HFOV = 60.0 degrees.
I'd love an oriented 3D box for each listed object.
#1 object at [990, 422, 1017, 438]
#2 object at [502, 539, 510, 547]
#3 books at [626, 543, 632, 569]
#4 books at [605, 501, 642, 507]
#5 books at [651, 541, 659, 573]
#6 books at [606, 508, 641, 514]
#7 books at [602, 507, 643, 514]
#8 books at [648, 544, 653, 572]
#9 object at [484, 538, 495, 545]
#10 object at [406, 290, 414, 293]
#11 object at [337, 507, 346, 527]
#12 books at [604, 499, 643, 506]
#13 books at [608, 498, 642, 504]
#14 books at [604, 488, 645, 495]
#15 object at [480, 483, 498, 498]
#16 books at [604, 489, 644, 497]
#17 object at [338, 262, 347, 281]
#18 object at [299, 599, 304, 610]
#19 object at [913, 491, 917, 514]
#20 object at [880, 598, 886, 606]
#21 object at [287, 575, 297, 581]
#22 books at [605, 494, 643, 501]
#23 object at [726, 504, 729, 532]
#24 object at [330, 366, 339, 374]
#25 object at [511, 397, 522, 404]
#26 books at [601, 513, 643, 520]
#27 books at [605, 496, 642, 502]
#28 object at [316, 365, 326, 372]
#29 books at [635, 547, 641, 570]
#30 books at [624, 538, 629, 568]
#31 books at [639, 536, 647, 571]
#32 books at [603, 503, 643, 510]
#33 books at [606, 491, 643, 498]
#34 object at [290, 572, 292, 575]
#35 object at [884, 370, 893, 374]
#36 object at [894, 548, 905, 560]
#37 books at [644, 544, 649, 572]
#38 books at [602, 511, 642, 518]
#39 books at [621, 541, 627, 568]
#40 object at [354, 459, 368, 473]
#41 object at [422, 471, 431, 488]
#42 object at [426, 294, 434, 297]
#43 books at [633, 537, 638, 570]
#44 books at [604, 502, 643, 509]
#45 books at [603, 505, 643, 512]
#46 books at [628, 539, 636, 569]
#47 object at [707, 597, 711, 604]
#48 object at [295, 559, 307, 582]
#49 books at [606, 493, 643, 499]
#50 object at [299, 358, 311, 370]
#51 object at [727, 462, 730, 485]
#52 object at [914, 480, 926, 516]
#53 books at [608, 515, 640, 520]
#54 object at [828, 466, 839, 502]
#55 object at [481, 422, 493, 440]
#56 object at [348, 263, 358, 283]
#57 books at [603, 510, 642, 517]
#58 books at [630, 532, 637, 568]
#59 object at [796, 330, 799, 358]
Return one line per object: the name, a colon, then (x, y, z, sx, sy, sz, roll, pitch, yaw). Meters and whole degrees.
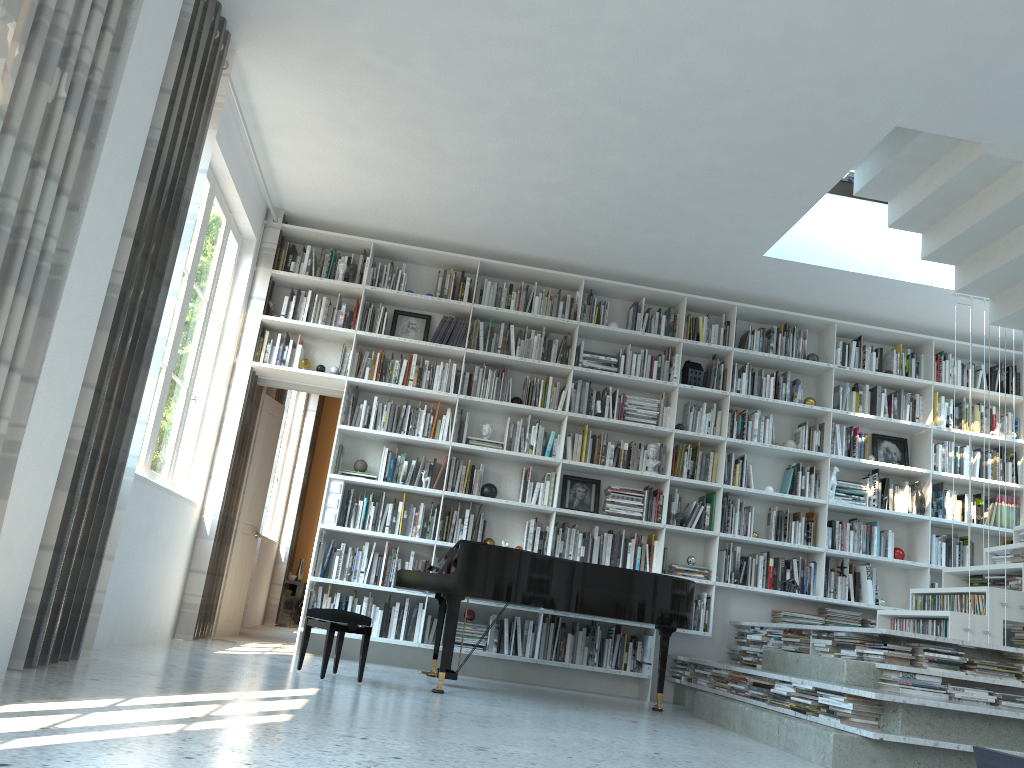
object: (4.000, 0.387, 7.233, 0.203, 0.136, 0.095, 5, -15, 11)
object: (-0.047, 1.205, 6.605, 0.060, 0.094, 0.078, 5, -15, 12)
books: (0.872, 1.317, 6.757, 0.023, 0.204, 0.167, 9, -14, -5)
books: (0.859, 0.935, 6.853, 0.254, 0.012, 0.161, 11, -15, -10)
books: (1.076, 1.327, 6.771, 0.033, 0.245, 0.176, 9, -14, -5)
books: (0.850, 0.991, 6.838, 0.254, 0.012, 0.161, 11, -15, -10)
books: (0.851, 0.983, 6.852, 0.285, 0.012, 0.160, 9, -15, -5)
books: (1.041, 1.337, 6.770, 0.011, 0.216, 0.166, 9, -14, -5)
object: (-0.173, 1.202, 6.659, 0.091, 0.091, 0.091, 15, -16, -26)
object: (-0.811, -0.700, 7.008, 0.083, 0.083, 0.082, 15, -16, -26)
object: (-1.240, 0.971, 6.449, 0.045, 0.146, 0.045, -1, -17, 33)
books: (0.861, 0.923, 6.855, 0.285, 0.012, 0.160, 8, -15, 0)
books: (0.862, 0.913, 6.863, 0.254, 0.012, 0.161, 8, -15, -2)
books: (0.872, 0.841, 6.876, 0.285, 0.012, 0.160, 11, -15, -10)
object: (-0.175, 0.820, 6.738, 0.133, 0.135, 0.134, -6, -20, 42)
books: (0.869, 0.854, 6.880, 0.285, 0.012, 0.160, 9, -15, -3)
object: (-1.321, -0.855, 6.868, 0.067, 0.197, 0.068, -3, -18, 36)
object: (-1.495, 2.315, 9.671, 1.481, 0.539, 1.454, 9, -15, -5)
object: (3.200, 0.973, 7.126, 0.022, 0.211, 0.179, 9, -14, -5)
object: (2.878, 1.708, 6.914, 0.071, 0.072, 0.072, -6, -20, 42)
object: (-2.594, 2.279, 10.423, 0.118, 0.061, 0.118, 7, -15, 3)
books: (0.865, 0.889, 6.867, 0.254, 0.012, 0.161, 10, -15, -9)
object: (1.661, 1.063, 6.943, 0.007, 0.265, 0.135, 9, -14, -5)
object: (-1.360, -0.101, 6.796, 0.071, 0.072, 0.071, 15, -16, -26)
object: (0.033, 0.147, 6.904, 0.097, 0.098, 0.097, -6, -20, 42)
books: (0.846, 1.026, 6.829, 0.285, 0.012, 0.160, 11, -15, -10)
books: (0.863, 0.901, 6.866, 0.254, 0.012, 0.161, 10, -15, -8)
object: (-1.467, -0.113, 6.807, 0.071, 0.072, 0.071, 15, -16, -26)
books: (0.945, 1.338, 6.756, 0.023, 0.182, 0.169, 9, -14, -5)
books: (0.855, 1.302, 6.771, 0.014, 0.234, 0.154, 9, -14, -5)
books: (0.984, 1.304, 6.781, 0.026, 0.271, 0.175, 9, -14, -5)
books: (0.855, 0.959, 6.853, 0.285, 0.012, 0.160, 9, -15, -3)
books: (0.868, 0.865, 6.873, 0.254, 0.012, 0.161, 10, -15, -9)
object: (-2.667, 2.276, 10.533, 0.106, 0.103, 0.106, 7, -14, 3)
object: (3.089, -0.078, 7.272, 0.071, 0.072, 0.072, -6, -20, 42)
object: (3.036, 1.349, 6.995, 0.115, 0.116, 0.115, 15, -16, -26)
books: (1.015, 1.335, 6.766, 0.042, 0.211, 0.169, 9, -14, -5)
books: (0.846, 1.016, 6.841, 0.285, 0.012, 0.160, 9, -15, -6)
books: (0.835, 1.310, 6.755, 0.024, 0.206, 0.183, 9, -14, -5)
object: (-1.138, 0.621, 6.669, 0.105, 0.106, 0.105, 15, -16, -26)
object: (-0.641, 0.707, 6.565, 0.082, 0.139, 0.044, 13, -15, -20)
object: (-0.656, -0.675, 7.021, 0.083, 0.083, 0.082, 15, -16, -26)
books: (0.929, 1.306, 6.787, 0.014, 0.255, 0.145, 9, -14, -5)
books: (0.857, 0.946, 6.849, 0.285, 0.012, 0.160, 8, -15, 0)
books: (0.853, 0.971, 6.853, 0.285, 0.012, 0.160, 9, -15, -4)
books: (0.897, 1.306, 6.763, 0.023, 0.234, 0.175, 9, -14, -5)
object: (1.459, 1.732, 6.657, 0.011, 0.259, 0.142, 9, -14, -5)
object: (-2.516, 2.216, 10.550, 0.091, 0.267, 0.091, -4, -19, 40)
books: (0.866, 0.877, 6.872, 0.254, 0.012, 0.161, 10, -15, -8)
object: (-1.574, -0.151, 6.753, 0.087, 0.087, 0.087, -6, -20, 42)
object: (1.682, 0.731, 7.007, 0.013, 0.207, 0.140, 9, -14, -5)
object: (3.219, 0.906, 7.001, 0.087, 0.287, 0.075, 0, -16, 29)
books: (0.843, 1.039, 6.833, 0.254, 0.012, 0.161, 9, -15, -3)
object: (2.502, 0.784, 6.923, 0.087, 0.287, 0.075, 0, -16, 29)
object: (-0.196, 0.368, 6.864, 0.095, 0.156, 0.121, 6, -15, 9)
object: (-1.241, -0.842, 6.874, 0.067, 0.197, 0.068, -3, -18, 36)
books: (0.849, 1.003, 6.835, 0.285, 0.012, 0.160, 8, -15, 0)
books: (0.918, 1.284, 6.783, 0.014, 0.293, 0.138, 9, -14, -5)
object: (2.336, -0.286, 7.331, 0.006, 0.297, 0.130, 9, -14, -5)
